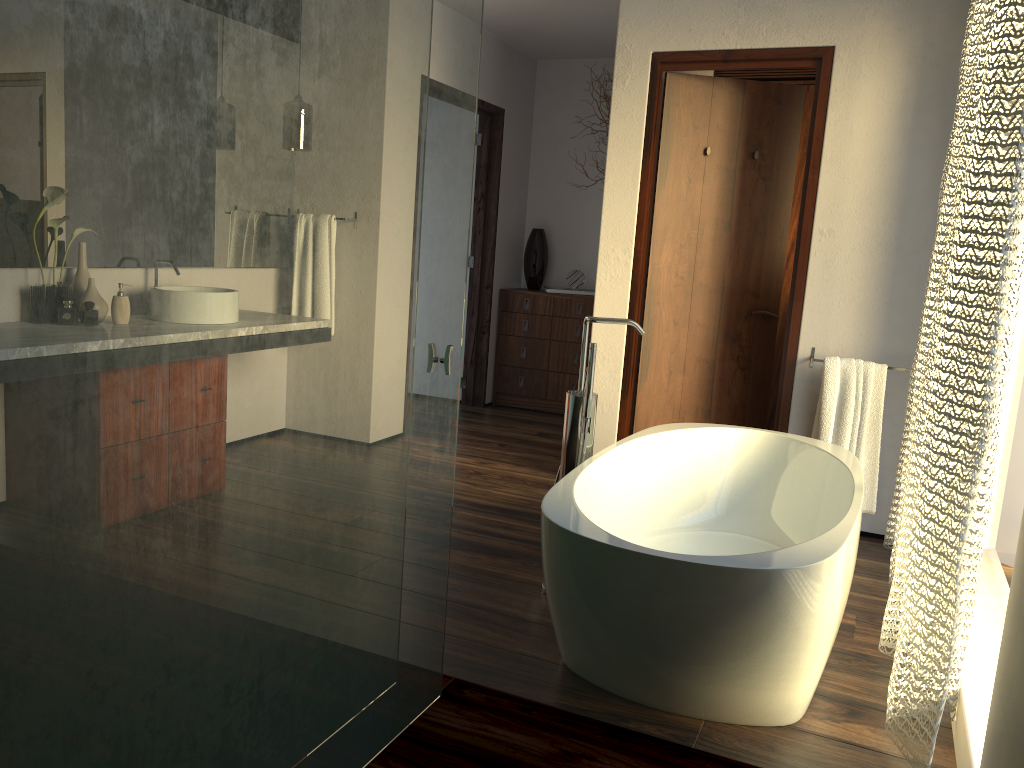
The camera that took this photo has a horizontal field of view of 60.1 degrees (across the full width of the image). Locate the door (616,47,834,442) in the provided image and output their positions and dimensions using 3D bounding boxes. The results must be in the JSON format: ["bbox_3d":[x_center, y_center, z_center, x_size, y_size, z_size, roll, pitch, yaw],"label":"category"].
[{"bbox_3d":[0.958,-0.446,4.016,0.744,1.948,0.455,8,10,24],"label":"door"}]

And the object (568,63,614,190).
[{"bbox_3d":[0.669,-1.283,5.657,0.718,1.451,0.839,0,10,-23],"label":"object"}]

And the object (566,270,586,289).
[{"bbox_3d":[0.430,-0.704,5.963,0.133,0.131,0.129,7,10,19],"label":"object"}]

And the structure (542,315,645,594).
[{"bbox_3d":[0.210,0.225,2.839,0.240,0.897,0.281,-1,10,-26],"label":"structure"}]

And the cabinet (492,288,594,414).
[{"bbox_3d":[0.491,-0.196,5.952,1.160,0.801,0.395,8,10,24],"label":"cabinet"}]

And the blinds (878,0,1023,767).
[{"bbox_3d":[1.275,-0.394,2.459,0.184,2.338,2.086,8,10,22],"label":"blinds"}]

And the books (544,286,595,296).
[{"bbox_3d":[0.471,-0.621,5.961,0.497,0.034,0.247,4,9,0],"label":"books"}]

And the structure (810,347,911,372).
[{"bbox_3d":[1.430,-0.077,3.531,0.461,0.088,0.100,8,10,24],"label":"structure"}]

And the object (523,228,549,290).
[{"bbox_3d":[0.165,-0.854,6.068,0.174,0.417,0.166,11,11,36],"label":"object"}]

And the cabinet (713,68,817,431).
[{"bbox_3d":[1.818,-0.755,4.976,1.510,2.365,0.352,8,10,24],"label":"cabinet"}]

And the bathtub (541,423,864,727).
[{"bbox_3d":[0.589,0.499,2.600,0.779,0.485,1.590,7,10,22],"label":"bathtub"}]

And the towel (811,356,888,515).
[{"bbox_3d":[1.349,0.213,3.574,0.262,0.637,0.153,5,9,7],"label":"towel"}]
